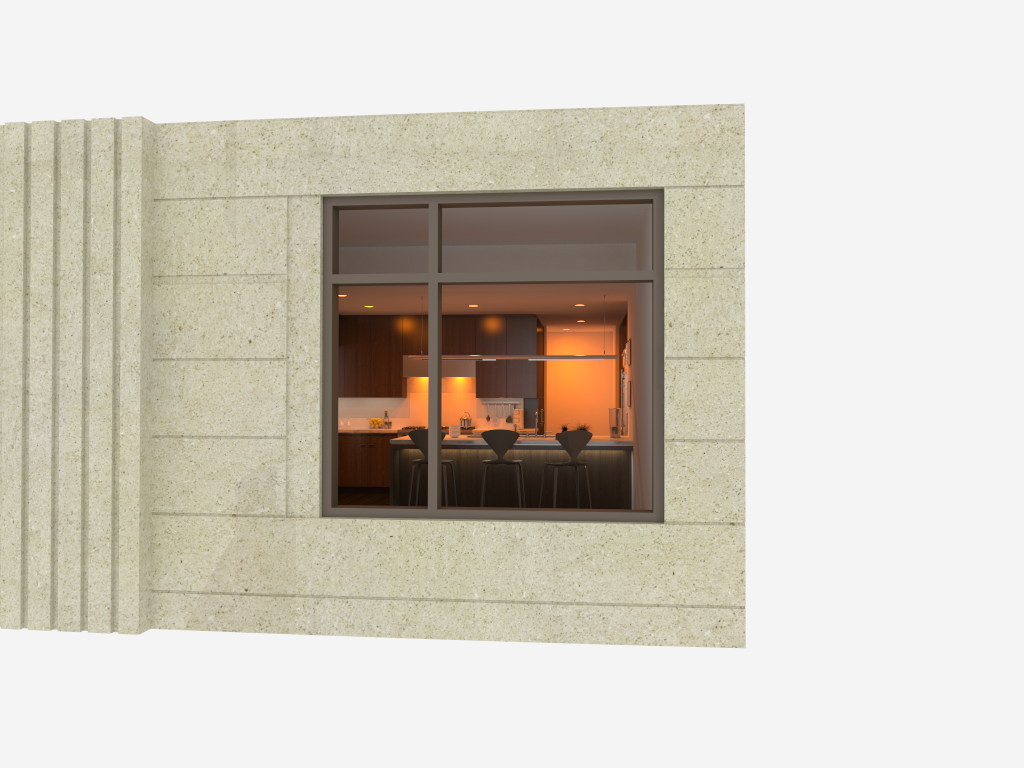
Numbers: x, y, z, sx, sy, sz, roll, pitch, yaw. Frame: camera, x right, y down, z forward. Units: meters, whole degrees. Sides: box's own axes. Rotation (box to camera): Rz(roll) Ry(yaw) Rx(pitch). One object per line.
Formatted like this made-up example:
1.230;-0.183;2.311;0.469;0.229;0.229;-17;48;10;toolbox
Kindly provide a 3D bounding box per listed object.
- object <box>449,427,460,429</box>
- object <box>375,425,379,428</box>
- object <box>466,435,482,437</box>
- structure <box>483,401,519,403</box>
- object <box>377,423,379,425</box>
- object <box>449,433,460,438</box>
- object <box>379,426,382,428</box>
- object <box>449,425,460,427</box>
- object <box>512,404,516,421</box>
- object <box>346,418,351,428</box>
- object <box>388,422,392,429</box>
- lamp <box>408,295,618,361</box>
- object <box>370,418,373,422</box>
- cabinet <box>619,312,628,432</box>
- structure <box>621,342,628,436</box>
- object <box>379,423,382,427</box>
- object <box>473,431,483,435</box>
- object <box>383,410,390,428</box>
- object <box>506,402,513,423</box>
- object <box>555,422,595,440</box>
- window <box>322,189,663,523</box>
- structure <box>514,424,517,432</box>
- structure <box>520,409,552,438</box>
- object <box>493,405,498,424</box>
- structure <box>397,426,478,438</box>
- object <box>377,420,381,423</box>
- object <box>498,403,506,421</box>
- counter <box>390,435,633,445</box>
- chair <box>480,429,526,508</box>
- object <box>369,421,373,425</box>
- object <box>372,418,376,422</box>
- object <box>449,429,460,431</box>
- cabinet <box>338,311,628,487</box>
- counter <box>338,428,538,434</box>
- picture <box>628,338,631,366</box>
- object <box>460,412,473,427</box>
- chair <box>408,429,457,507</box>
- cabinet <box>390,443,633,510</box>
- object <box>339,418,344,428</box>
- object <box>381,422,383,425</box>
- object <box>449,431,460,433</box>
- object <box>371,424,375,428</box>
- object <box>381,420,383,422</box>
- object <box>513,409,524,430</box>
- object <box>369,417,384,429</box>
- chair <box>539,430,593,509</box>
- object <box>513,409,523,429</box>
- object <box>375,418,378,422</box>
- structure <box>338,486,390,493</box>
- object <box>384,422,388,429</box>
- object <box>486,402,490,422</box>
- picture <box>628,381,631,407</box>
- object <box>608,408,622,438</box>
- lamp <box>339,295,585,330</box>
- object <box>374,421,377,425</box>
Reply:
-0.679;0.536;10.497;0.140;0.064;0.139;0;-1;-21;object
-2.000;0.630;13.122;0.064;0.063;0.074;0;-1;-32;object
-0.400;0.625;10.613;0.310;0.021;0.309;0;-1;5;object
-0.160;0.273;13.126;0.541;0.031;0.048;0;-1;8;structure
-1.975;0.593;13.173;0.051;0.053;0.062;1;-1;-44;object
-0.679;0.604;10.496;0.140;0.059;0.139;0;-1;-4;object
-1.950;0.632;13.151;0.051;0.053;0.063;1;-1;-44;object
-0.679;0.514;10.497;0.140;0.062;0.139;0;-1;13;object
0.041;0.438;13.100;0.063;0.281;0.063;0;-1;-18;object
-2.438;0.584;13.242;0.079;0.154;0.079;0;-1;-12;object
-1.797;0.607;13.044;0.060;0.106;0.060;0;-1;37;object
0.006;-0.660;10.468;2.465;0.765;0.120;0;-1;5;lamp
-2.082;0.538;13.144;0.057;0.060;0.052;0;-1;26;object
1.948;0.310;12.954;0.690;2.540;3.924;0;-1;5;cabinet
1.818;0.503;11.863;0.687;2.129;0.915;0;-1;5;structure
-1.945;0.603;13.111;0.052;0.054;0.061;0;-1;15;object
-0.400;0.600;10.614;0.139;0.059;0.138;0;-1;31;object
-1.855;0.515;12.978;0.088;0.288;0.101;0;-1;35;object
-0.035;0.423;13.124;0.112;0.303;0.036;0;-1;5;object
0.758;0.517;10.208;0.497;0.231;0.503;0;-1;5;object
-0.144;-0.188;6.048;2.310;2.201;0.152;0;-1;6;window
0.040;0.554;10.492;0.050;0.161;0.067;0;-1;5;structure
0.311;0.465;10.504;0.310;0.341;0.321;0;-1;42;structure
-0.244;0.434;13.126;0.066;0.314;0.004;0;-1;5;object
-1.064;0.647;12.945;1.067;0.422;0.824;0;-1;5;structure
-1.966;0.557;13.128;0.061;0.052;0.053;1;-1;-39;object
-0.146;0.415;13.117;0.114;0.271;0.008;0;-1;5;object
0.032;0.654;10.486;2.711;0.038;1.280;0;-1;5;counter
-0.112;1.019;9.902;0.520;1.047;0.506;0;-1;5;chair
-2.080;0.577;13.115;0.063;0.051;0.053;0;-1;7;object
-2.038;0.534;13.114;0.063;0.051;0.053;0;-1;-5;object
-0.678;0.558;10.496;0.140;0.062;0.139;0;-1;5;object
-0.619;0.058;11.264;5.521;2.997;7.728;0;-1;5;cabinet
-1.482;0.674;12.512;3.616;0.038;3.187;0;-1;5;counter
1.371;-0.369;10.386;0.012;0.298;0.493;0;-1;5;picture
-0.678;0.522;13.053;0.221;0.218;0.221;0;-1;-10;object
-0.905;1.018;9.927;0.520;1.047;0.506;0;-1;10;chair
0.031;1.111;10.480;2.713;0.876;1.281;0;-1;5;cabinet
-2.548;0.584;13.254;0.079;0.154;0.079;0;-1;-12;object
-1.945;0.597;13.181;0.051;0.055;0.061;0;-1;17;object
-0.679;0.579;10.497;0.140;0.068;0.139;0;-1;-12;object
-2.061;0.624;13.114;0.052;0.057;0.060;0;-1;40;object
-1.950;0.546;13.185;0.051;0.053;0.063;1;-1;-39;object
0.087;0.510;12.884;0.168;0.304;0.160;1;-1;-41;object
-2.012;0.575;13.178;0.207;0.175;0.189;0;-1;3;object
0.606;1.018;9.686;0.520;1.047;0.506;0;-1;-20;chair
0.093;0.512;12.876;0.144;0.286;0.149;0;-1;-13;object
-2.019;0.531;13.170;0.063;0.053;0.051;0;-1;39;object
-1.471;1.139;12.570;3.400;0.862;3.060;0;-1;5;structure
-1.843;0.606;12.968;0.060;0.106;0.060;0;-1;37;object
-0.351;0.418;13.132;0.061;0.296;0.020;0;-1;3;object
1.370;0.116;10.379;0.012;0.300;0.496;0;-1;5;picture
1.220;0.462;10.485;0.159;0.349;0.159;0;-1;-21;object
-7.097;-1.102;13.775;16.431;0.171;5.868;0;-1;5;lamp
-2.019;0.579;13.120;0.052;0.053;0.062;0;-1;10;object
